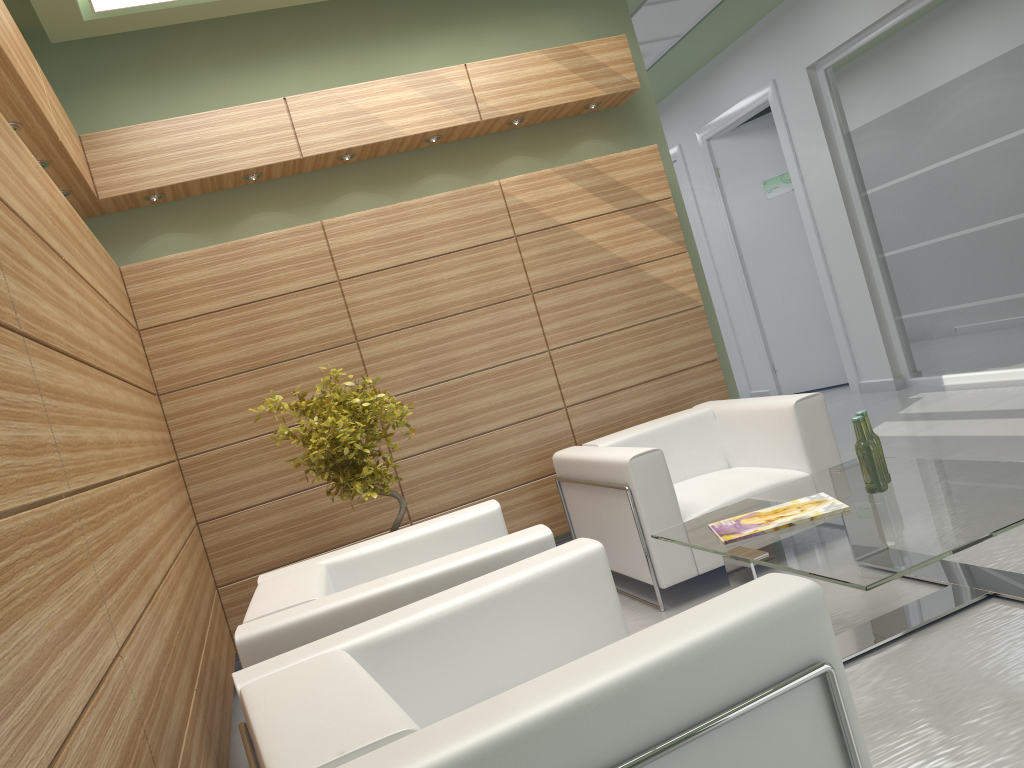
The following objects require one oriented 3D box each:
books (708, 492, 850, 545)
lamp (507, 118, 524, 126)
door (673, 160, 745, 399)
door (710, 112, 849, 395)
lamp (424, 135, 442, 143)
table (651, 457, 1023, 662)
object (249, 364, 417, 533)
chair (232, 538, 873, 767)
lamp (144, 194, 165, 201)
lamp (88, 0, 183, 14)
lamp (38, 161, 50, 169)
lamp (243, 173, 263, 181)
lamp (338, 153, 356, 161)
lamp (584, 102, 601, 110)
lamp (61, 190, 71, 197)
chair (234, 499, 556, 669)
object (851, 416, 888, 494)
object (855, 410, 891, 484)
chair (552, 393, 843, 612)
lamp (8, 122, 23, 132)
[{"bbox_3d":[1.623,0.823,5.458,0.762,0.025,0.508,-16,1,3],"label":"books"},{"bbox_3d":[0.033,-2.722,9.127,0.181,0.074,0.181,-15,2,34],"label":"lamp"},{"bbox_3d":[3.777,-2.069,19.115,0.250,5.083,2.089,-17,2,-17],"label":"door"},{"bbox_3d":[5.224,-2.417,16.216,2.089,5.083,0.134,-15,2,43],"label":"door"},{"bbox_3d":[-0.795,-2.472,8.867,0.181,0.074,0.181,-17,2,-22],"label":"lamp"},{"bbox_3d":[2.168,1.070,5.238,1.783,0.742,2.197,-17,2,-17],"label":"table"},{"bbox_3d":[-1.208,1.080,7.119,1.116,2.565,1.201,-15,2,41],"label":"object"},{"bbox_3d":[0.052,1.514,3.331,1.802,1.234,1.894,-17,2,-22],"label":"chair"},{"bbox_3d":[-3.269,-1.725,8.087,0.181,0.074,0.181,-17,2,-22],"label":"lamp"},{"bbox_3d":[-0.761,-4.052,5.703,4.571,0.325,5.060,-17,2,-17],"label":"lamp"},{"bbox_3d":[-3.482,-1.619,6.477,0.181,0.074,0.181,-15,2,45],"label":"lamp"},{"bbox_3d":[-2.445,-1.974,8.347,0.181,0.074,0.181,-17,2,-22],"label":"lamp"},{"bbox_3d":[-1.611,-2.226,8.609,0.181,0.074,0.181,-15,2,34],"label":"lamp"},{"bbox_3d":[0.844,-2.967,9.383,0.181,0.074,0.181,-17,2,-22],"label":"lamp"},{"bbox_3d":[-3.711,-1.572,7.250,0.181,0.074,0.181,-17,2,-34],"label":"lamp"},{"bbox_3d":[-0.593,1.644,5.561,1.769,1.234,1.894,-17,1,-12],"label":"chair"},{"bbox_3d":[2.169,0.429,5.413,0.131,0.475,0.131,-15,2,38],"label":"object"},{"bbox_3d":[2.253,0.401,5.566,0.131,0.475,0.131,-15,2,38],"label":"object"},{"bbox_3d":[1.614,0.937,7.764,1.894,1.234,1.802,-17,2,-17],"label":"chair"},{"bbox_3d":[-3.249,-1.667,5.692,0.181,0.074,0.181,-17,2,-34],"label":"lamp"}]
